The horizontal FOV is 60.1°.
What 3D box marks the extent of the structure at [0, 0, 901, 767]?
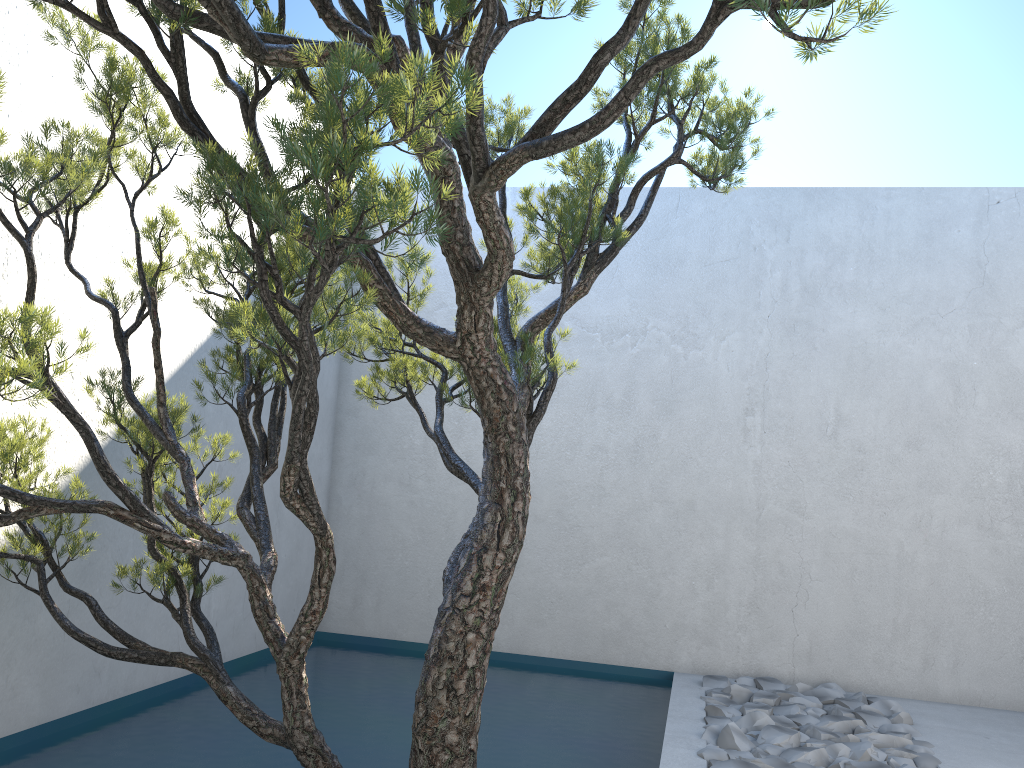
[{"bbox_3d":[-0.413,-0.300,2.187,2.585,3.455,2.533,4,-4,6],"label":"structure"}]
